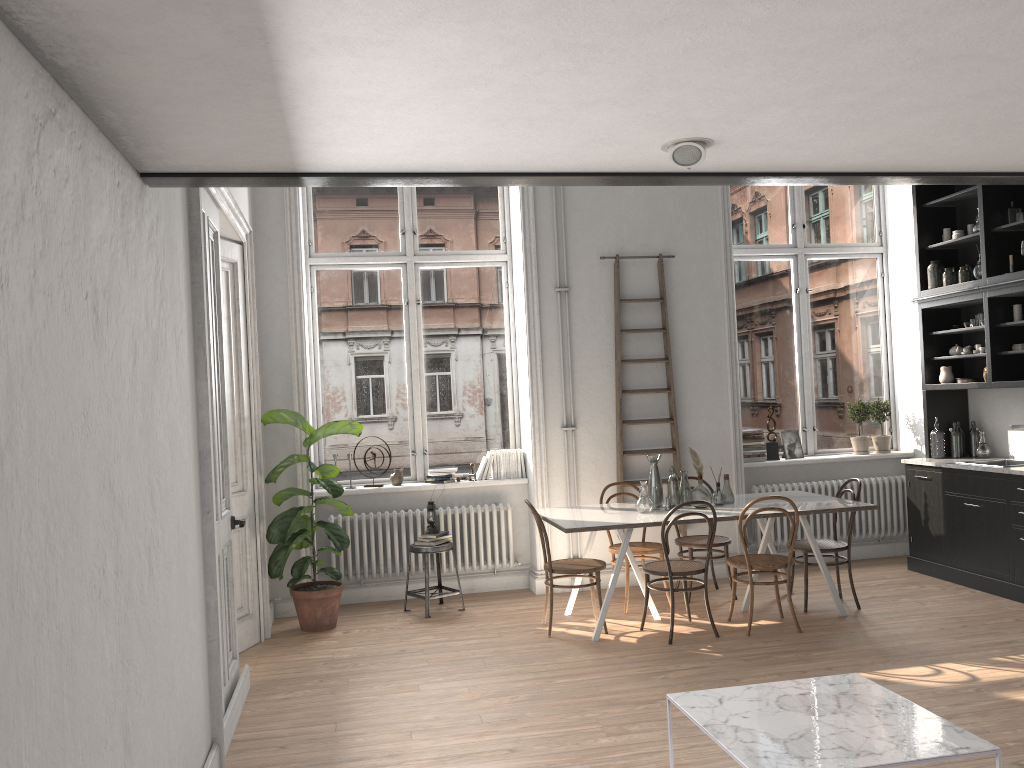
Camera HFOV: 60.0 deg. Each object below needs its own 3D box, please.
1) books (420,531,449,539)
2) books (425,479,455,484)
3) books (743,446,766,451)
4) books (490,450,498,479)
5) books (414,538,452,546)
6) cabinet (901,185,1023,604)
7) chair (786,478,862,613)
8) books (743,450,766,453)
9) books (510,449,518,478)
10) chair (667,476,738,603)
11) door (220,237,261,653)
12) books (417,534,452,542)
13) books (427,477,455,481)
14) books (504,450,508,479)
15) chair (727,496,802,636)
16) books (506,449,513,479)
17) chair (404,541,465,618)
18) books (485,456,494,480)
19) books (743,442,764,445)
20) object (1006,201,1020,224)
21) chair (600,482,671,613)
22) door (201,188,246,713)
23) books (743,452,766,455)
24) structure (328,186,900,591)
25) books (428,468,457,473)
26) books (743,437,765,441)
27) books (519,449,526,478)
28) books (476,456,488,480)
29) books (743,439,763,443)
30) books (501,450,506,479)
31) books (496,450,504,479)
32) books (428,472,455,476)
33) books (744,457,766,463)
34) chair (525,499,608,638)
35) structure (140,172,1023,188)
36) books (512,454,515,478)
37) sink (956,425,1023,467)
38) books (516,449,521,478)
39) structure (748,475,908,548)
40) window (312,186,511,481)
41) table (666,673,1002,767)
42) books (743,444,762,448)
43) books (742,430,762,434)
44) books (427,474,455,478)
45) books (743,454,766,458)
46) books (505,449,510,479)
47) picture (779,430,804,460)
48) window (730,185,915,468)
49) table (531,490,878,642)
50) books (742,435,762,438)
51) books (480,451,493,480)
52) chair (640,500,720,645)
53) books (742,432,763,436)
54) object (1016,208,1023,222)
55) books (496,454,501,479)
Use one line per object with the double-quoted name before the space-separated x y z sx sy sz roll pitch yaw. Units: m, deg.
"books" -0.610 1.187 6.983 0.147 0.027 0.221 -3 -1 22
"books" -0.612 0.827 7.549 0.221 0.023 0.147 -3 -1 38
"books" 2.150 0.587 8.064 0.245 0.028 0.193 -2 -1 -15
"books" -0.156 0.697 7.668 0.024 0.243 0.175 -3 -1 -10
"books" -0.620 1.236 6.977 0.194 0.034 0.246 -3 -1 30
"cabinet" 3.889 -0.249 6.080 0.635 3.583 3.251 -3 -1 -10
"chair" 2.301 1.167 6.534 0.549 0.920 0.438 -3 -1 2
"books" 2.152 0.609 8.063 0.255 0.014 0.192 -3 -1 -7
"books" 0.019 0.689 7.700 0.024 0.243 0.175 -3 -1 -10
"chair" 1.494 1.214 7.027 0.438 0.920 0.549 -3 -1 -3
"door" -1.960 0.406 5.764 0.216 2.814 1.097 -3 -1 14
"books" -0.610 1.209 6.982 0.232 0.029 0.163 -2 -1 -40
"books" -0.607 0.804 7.547 0.205 0.022 0.155 -3 -1 10
"books" -0.067 0.692 7.679 0.019 0.243 0.174 -3 -1 -10
"chair" 1.690 1.187 5.991 0.438 0.920 0.549 -3 -1 1
"books" -0.022 0.690 7.670 0.019 0.243 0.174 -3 -1 -10
"chair" -0.618 1.510 6.939 0.364 0.522 0.360 -2 -1 -37
"books" -0.198 0.718 7.638 0.072 0.203 0.155 -3 -1 -10
"books" 2.155 0.539 8.067 0.222 0.024 0.158 -3 -1 -10
"object" 3.831 -1.300 6.780 0.084 0.199 0.065 -3 -1 12
"chair" 0.946 1.237 6.846 0.438 0.920 0.549 -3 -1 -12
"door" -1.586 0.369 4.651 0.216 2.814 1.097 -3 -1 -9
"books" 2.146 0.627 8.046 0.249 0.023 0.175 -3 -1 -10
"structure" 0.974 -0.530 7.627 5.181 4.473 0.340 -3 0 -10
"books" -0.588 0.735 7.558 0.244 0.019 0.174 -3 -1 0
"books" 2.146 0.497 8.061 0.243 0.019 0.174 -3 -1 -10
"books" 0.079 0.686 7.688 0.040 0.244 0.174 -3 -1 -10
"books" -0.261 0.724 7.630 0.105 0.194 0.155 -3 -1 -11
"books" 2.152 0.517 8.061 0.205 0.022 0.155 -2 -1 -15
"books" -0.083 0.693 7.659 0.019 0.243 0.174 -3 -1 -10
"books" -0.103 0.694 7.646 0.024 0.243 0.175 -3 -1 -10
"books" -0.602 0.761 7.535 0.205 0.020 0.155 -2 -1 -20
"books" 2.146 0.683 8.046 0.248 0.043 0.192 -3 -1 -10
"chair" 0.383 1.253 6.202 0.549 0.920 0.438 -3 -1 -2
"structure" 1.951 -1.495 1.694 5.926 1.213 4.158 -3 -1 -10
"books" 0.001 0.708 7.675 0.020 0.205 0.155 -3 -1 -10
"sink" 3.818 0.573 6.829 0.514 0.504 0.526 -3 -1 -10
"books" 0.047 0.687 7.685 0.024 0.243 0.175 -3 -1 -10
"structure" 2.855 1.143 8.020 1.577 0.552 0.194 -3 -1 -10
"window" -0.864 -0.617 7.705 1.622 2.843 0.013 -3 0 -10
"table" 1.131 1.428 3.269 0.849 0.392 0.849 -3 -1 -10
"books" 2.154 0.562 8.061 0.205 0.022 0.155 -3 -1 4
"books" 2.141 0.433 8.070 0.201 0.024 0.159 -2 -1 -20
"books" -0.605 0.782 7.546 0.221 0.023 0.147 -3 -1 5
"books" 2.147 0.651 8.045 0.249 0.023 0.175 -2 -1 -15
"books" -0.046 0.692 7.688 0.024 0.243 0.175 -3 -1 -10
"picture" 2.556 0.563 8.182 0.221 0.264 0.149 -2 -1 -27
"window" 8.163 -5.321 12.491 14.384 15.934 26.402 -3 -1 -10
"table" 1.341 1.280 6.402 2.200 0.779 1.100 -3 -1 -10
"books" 2.137 0.476 8.059 0.231 0.023 0.162 -3 -1 5
"books" -0.223 0.702 7.633 0.100 0.235 0.174 -3 -1 -10
"chair" 1.109 1.213 5.920 0.438 0.920 0.549 -3 -1 -15
"books" 2.149 0.454 8.062 0.205 0.020 0.155 -3 -1 -10
"object" 3.838 -1.264 6.690 0.041 0.125 0.053 -2 -1 -43
"books" -0.126 0.714 7.652 0.020 0.205 0.155 -3 -1 -10
